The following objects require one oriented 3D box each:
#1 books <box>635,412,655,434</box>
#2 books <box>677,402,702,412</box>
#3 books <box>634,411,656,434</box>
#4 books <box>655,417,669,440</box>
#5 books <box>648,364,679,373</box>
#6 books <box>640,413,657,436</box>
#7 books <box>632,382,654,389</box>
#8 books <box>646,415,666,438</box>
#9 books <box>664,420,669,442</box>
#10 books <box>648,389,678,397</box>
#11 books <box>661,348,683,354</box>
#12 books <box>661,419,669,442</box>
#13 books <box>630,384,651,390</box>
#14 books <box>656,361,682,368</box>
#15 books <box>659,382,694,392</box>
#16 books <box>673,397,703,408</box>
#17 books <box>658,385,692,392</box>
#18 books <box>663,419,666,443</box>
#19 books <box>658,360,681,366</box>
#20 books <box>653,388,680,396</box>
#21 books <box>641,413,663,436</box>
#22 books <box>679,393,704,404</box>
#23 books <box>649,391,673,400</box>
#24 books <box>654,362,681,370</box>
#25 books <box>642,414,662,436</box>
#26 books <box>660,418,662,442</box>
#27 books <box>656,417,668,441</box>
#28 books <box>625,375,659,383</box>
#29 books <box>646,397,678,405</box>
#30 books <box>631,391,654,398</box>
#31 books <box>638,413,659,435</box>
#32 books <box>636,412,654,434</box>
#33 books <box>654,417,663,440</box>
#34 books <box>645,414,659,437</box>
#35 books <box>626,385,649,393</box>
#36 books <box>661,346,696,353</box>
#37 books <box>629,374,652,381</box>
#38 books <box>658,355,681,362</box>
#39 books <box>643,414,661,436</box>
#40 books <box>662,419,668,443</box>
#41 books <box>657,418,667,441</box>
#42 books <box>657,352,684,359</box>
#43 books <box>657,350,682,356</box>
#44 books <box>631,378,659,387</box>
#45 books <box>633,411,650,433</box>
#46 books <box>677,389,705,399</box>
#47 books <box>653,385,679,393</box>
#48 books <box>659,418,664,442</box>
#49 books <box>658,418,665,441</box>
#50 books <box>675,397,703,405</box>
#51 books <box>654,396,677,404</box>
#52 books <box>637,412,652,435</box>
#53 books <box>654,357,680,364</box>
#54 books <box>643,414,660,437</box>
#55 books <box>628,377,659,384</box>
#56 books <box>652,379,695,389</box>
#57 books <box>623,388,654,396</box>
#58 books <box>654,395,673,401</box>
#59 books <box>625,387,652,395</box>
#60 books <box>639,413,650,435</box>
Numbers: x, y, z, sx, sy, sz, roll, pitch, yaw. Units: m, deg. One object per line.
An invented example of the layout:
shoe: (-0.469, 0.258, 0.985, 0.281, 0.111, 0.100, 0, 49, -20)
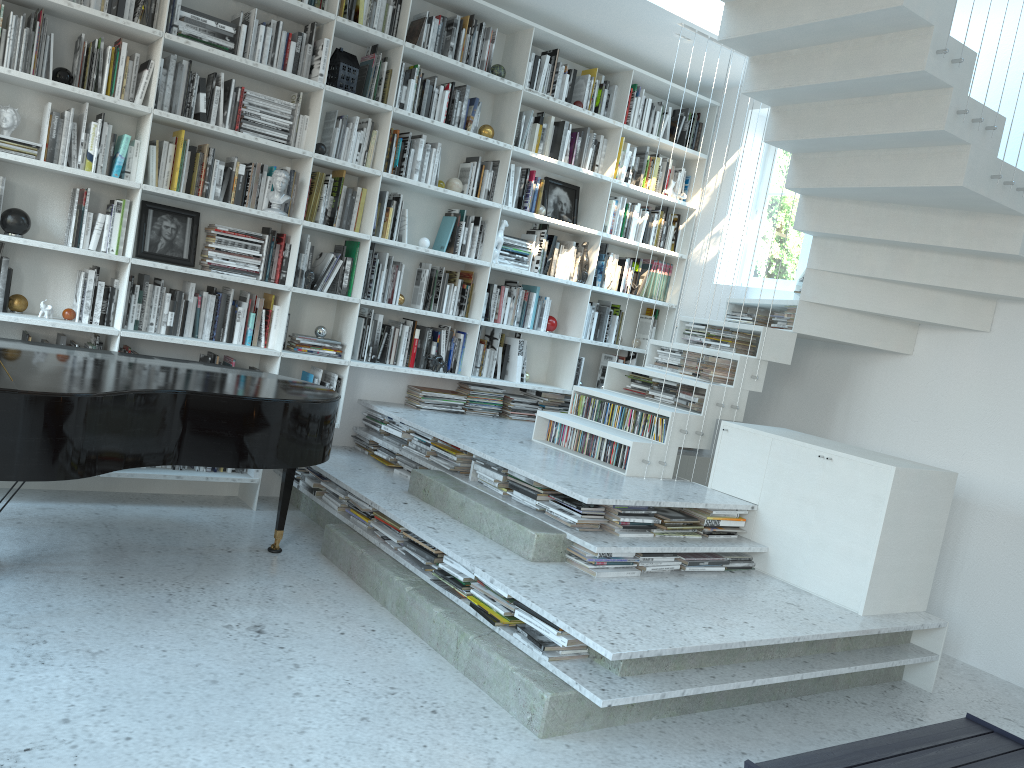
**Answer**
books: (0.733, 0.218, 4.863, 0.125, 0.125, 0.008, 7, 6, -36)
books: (1.044, 0.133, 4.993, 0.136, 0.017, 0.288, 10, 4, -13)
books: (0.729, 0.217, 4.868, 0.125, 0.125, 0.008, 7, 6, -36)
books: (0.814, 0.244, 4.746, 0.125, 0.123, 0.035, 7, 6, -36)
books: (1.013, -0.086, 5.523, 0.190, 0.018, 0.287, 7, 5, -37)
books: (0.757, 0.225, 4.829, 0.125, 0.125, 0.008, 7, 6, -36)
books: (0.846, 0.014, 5.451, 0.132, 0.010, 0.197, 8, 5, -32)
books: (0.782, 0.233, 4.793, 0.125, 0.125, 0.008, 7, 6, -36)
books: (0.854, 0.256, 4.688, 0.125, 0.123, 0.033, 7, 6, -36)
books: (0.949, 0.062, 5.257, 0.184, 0.014, 0.225, 7, 6, -38)
books: (1.044, -0.194, 5.520, 0.157, 0.014, 0.180, 7, 6, -40)
books: (0.840, 0.252, 4.708, 0.125, 0.123, 0.035, 7, 6, -36)
books: (0.837, 0.026, 5.448, 0.145, 0.015, 0.165, 7, 6, -41)
books: (1.037, -0.114, 5.533, 0.138, 0.010, 0.254, 7, 6, -39)
books: (0.977, 0.017, 5.267, 0.133, 0.017, 0.178, 8, 5, -32)
books: (1.027, 0.113, 4.986, 0.172, 0.019, 0.239, 10, 4, -11)
books: (0.980, 0.030, 5.272, 0.129, 0.008, 0.185, 7, 5, -37)
books: (0.849, 0.255, 4.695, 0.125, 0.123, 0.036, 7, 6, -36)
books: (1.031, -0.125, 5.527, 0.160, 0.010, 0.179, 8, 5, -33)
books: (0.961, 0.051, 5.264, 0.150, 0.013, 0.219, 8, 5, -30)
books: (0.761, 0.226, 4.823, 0.125, 0.125, 0.008, 7, 6, -36)
books: (1.055, 0.086, 4.989, 0.141, 0.028, 0.222, 9, 5, -17)
books: (0.946, 0.077, 5.259, 0.175, 0.016, 0.207, 7, 6, -41)
books: (1.036, -0.100, 5.535, 0.136, 0.017, 0.288, 7, 5, -38)
books: (0.764, 0.228, 4.818, 0.125, 0.125, 0.008, 7, 6, -36)
books: (0.836, 0.251, 4.714, 0.125, 0.123, 0.036, 7, 6, -36)
books: (0.819, 0.246, 4.739, 0.125, 0.123, 0.036, 7, 6, -36)
books: (0.827, -0.027, 5.429, 0.198, 0.006, 0.188, 7, 6, -39)
books: (0.935, 0.106, 5.258, 0.191, 0.004, 0.223, 7, 6, -39)
books: (0.842, 0.069, 5.460, 0.130, 0.014, 0.188, 8, 5, -36)
books: (0.748, 0.223, 4.841, 0.125, 0.125, 0.007, 7, 6, -36)
books: (0.738, 0.220, 4.855, 0.125, 0.125, 0.010, 7, 6, -36)
books: (0.810, 0.243, 4.752, 0.125, 0.123, 0.034, 7, 6, -36)
books: (0.778, 0.231, 4.799, 0.125, 0.125, 0.008, 7, 6, -36)
books: (0.823, 0.038, 5.441, 0.159, 0.012, 0.225, 8, 5, -28)
books: (1.049, -0.208, 5.521, 0.157, 0.014, 0.180, 7, 5, -38)
books: (0.845, -0.034, 5.440, 0.161, 0.012, 0.194, 7, 6, -38)
books: (1.045, -0.150, 5.531, 0.143, 0.019, 0.230, 7, 5, -37)
books: (0.769, 0.229, 4.812, 0.125, 0.125, 0.010, 7, 6, -36)
books: (0.845, 0.253, 4.701, 0.125, 0.123, 0.034, 7, 6, -36)
books: (0.823, 0.247, 4.732, 0.125, 0.123, 0.034, 7, 6, -36)
books: (1.044, -0.168, 5.526, 0.149, 0.017, 0.239, 7, 5, -38)
books: (1.033, -0.183, 5.515, 0.173, 0.011, 0.203, 7, 6, -41)
books: (0.843, -0.002, 5.445, 0.140, 0.022, 0.181, 7, 6, -42)
books: (0.725, 0.216, 4.875, 0.125, 0.125, 0.007, 7, 6, -36)
books: (1.048, 0.064, 4.984, 0.169, 0.014, 0.212, 9, 5, -16)
books: (0.952, 0.037, 5.254, 0.189, 0.012, 0.155, 8, 5, -33)
books: (0.832, 0.249, 4.720, 0.125, 0.123, 0.035, 7, 6, -36)
books: (0.828, 0.248, 4.726, 0.125, 0.123, 0.034, 7, 6, -36)
books: (1.045, 0.102, 4.989, 0.161, 0.007, 0.253, 9, 5, -16)
books: (0.956, 0.100, 5.271, 0.138, 0.013, 0.198, 8, 5, -29)
books: (0.744, 0.221, 4.848, 0.125, 0.125, 0.009, 7, 6, -36)
books: (1.041, -0.135, 5.531, 0.145, 0.012, 0.296, 7, 5, -37)
books: (0.772, 0.230, 4.806, 0.125, 0.125, 0.010, 7, 6, -36)
books: (0.840, -0.018, 5.440, 0.160, 0.009, 0.207, 7, 6, -39)
books: (0.960, -0.001, 5.252, 0.177, 0.014, 0.193, 7, 6, -41)
books: (0.816, 0.055, 5.440, 0.189, 0.007, 0.195, 7, 6, -38)
books: (0.958, 0.090, 5.270, 0.147, 0.008, 0.188, 8, 5, -32)
books: (0.824, 0.048, 5.444, 0.158, 0.009, 0.216, 7, 6, -42)
books: (0.752, 0.224, 4.835, 0.125, 0.125, 0.007, 7, 6, -36)
